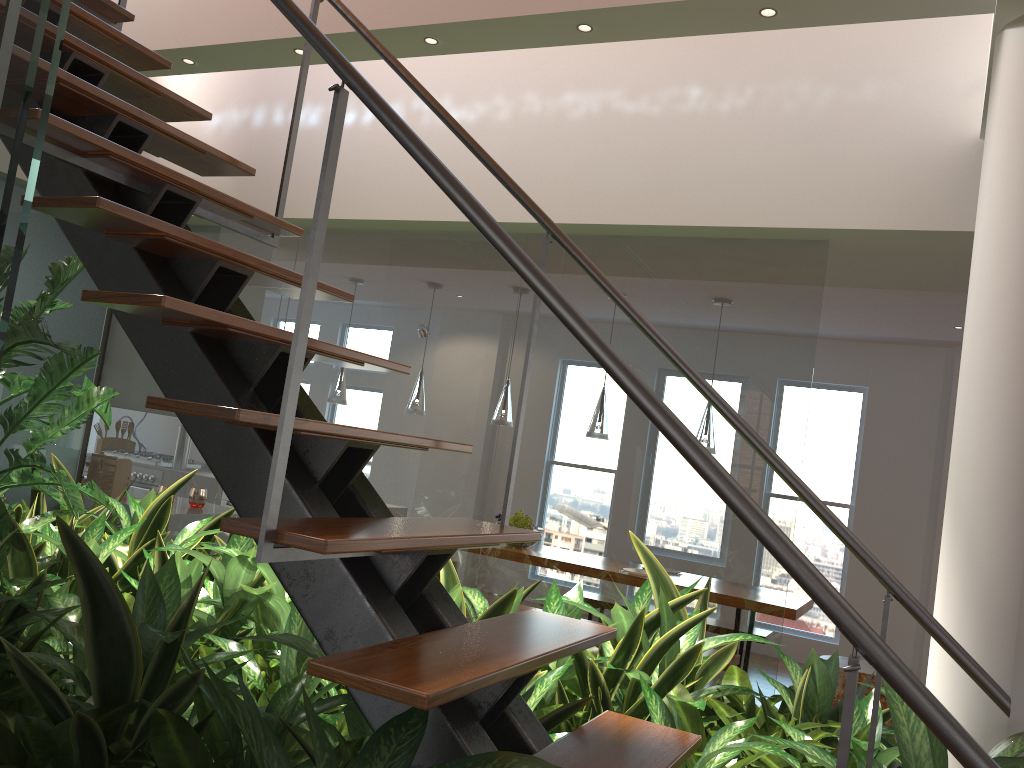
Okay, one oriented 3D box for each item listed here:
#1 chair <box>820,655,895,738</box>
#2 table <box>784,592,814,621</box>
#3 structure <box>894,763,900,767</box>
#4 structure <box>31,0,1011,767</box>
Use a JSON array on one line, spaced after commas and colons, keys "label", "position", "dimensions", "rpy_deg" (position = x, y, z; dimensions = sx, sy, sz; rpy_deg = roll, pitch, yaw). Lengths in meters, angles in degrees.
[{"label": "chair", "position": [2.058, 1.886, 5.303], "dimensions": [0.460, 0.400, 0.460], "rpy_deg": [5, -6, 36]}, {"label": "table", "position": [-0.907, 1.412, 6.780], "dimensions": [5.996, 0.704, 0.893], "rpy_deg": [6, -5, 26]}, {"label": "structure", "position": [-0.229, 1.355, 2.602], "dimensions": [5.584, 0.386, 3.088], "rpy_deg": [6, -5, 26]}, {"label": "structure", "position": [-0.606, -0.795, 2.868], "dimensions": [4.591, 4.265, 2.552], "rpy_deg": [6, -5, 26]}]
